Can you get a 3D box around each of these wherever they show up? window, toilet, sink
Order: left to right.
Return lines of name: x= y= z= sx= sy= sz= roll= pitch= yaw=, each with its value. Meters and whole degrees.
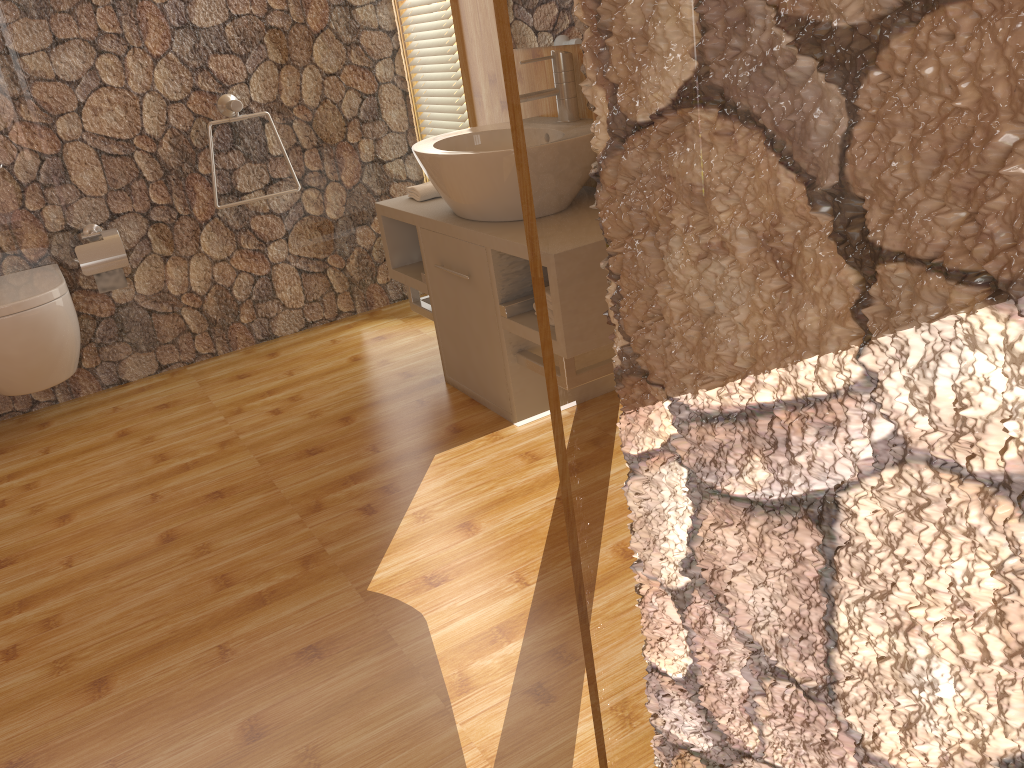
toilet: x=-1.624 y=-0.151 z=2.929 sx=0.371 sy=0.337 sz=0.507 roll=-20 pitch=25 yaw=-25
sink: x=-0.014 y=-0.719 z=2.559 sx=0.533 sy=0.409 sz=0.634 roll=-20 pitch=25 yaw=-25
window: x=0.691 y=-0.928 z=1.957 sx=0.010 sy=2.164 sz=3.964 roll=-20 pitch=25 yaw=-25

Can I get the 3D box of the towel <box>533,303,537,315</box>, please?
towel: x=0.184 y=-0.222 z=2.375 sx=0.225 sy=0.048 sz=0.140 roll=-17 pitch=24 yaw=-20

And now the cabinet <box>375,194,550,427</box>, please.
cabinet: x=0.060 y=-0.275 z=2.754 sx=0.517 sy=0.570 sz=1.136 roll=-20 pitch=25 yaw=-25

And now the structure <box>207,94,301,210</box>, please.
structure: x=-0.998 y=-0.878 z=3.298 sx=0.332 sy=0.387 sz=0.133 roll=-20 pitch=25 yaw=-25

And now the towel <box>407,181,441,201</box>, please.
towel: x=-0.228 y=-0.667 z=2.979 sx=0.225 sy=0.048 sz=0.140 roll=-17 pitch=24 yaw=-20

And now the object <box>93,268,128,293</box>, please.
object: x=-1.439 y=-0.410 z=3.145 sx=0.098 sy=0.151 sz=0.090 roll=-20 pitch=25 yaw=-25

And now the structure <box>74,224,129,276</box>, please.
structure: x=-1.466 y=-0.481 z=3.133 sx=0.170 sy=0.151 sz=0.154 roll=-20 pitch=25 yaw=-25

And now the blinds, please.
blinds: x=-0.318 y=-1.378 z=3.353 sx=0.042 sy=2.178 sz=0.420 roll=-20 pitch=25 yaw=-25
